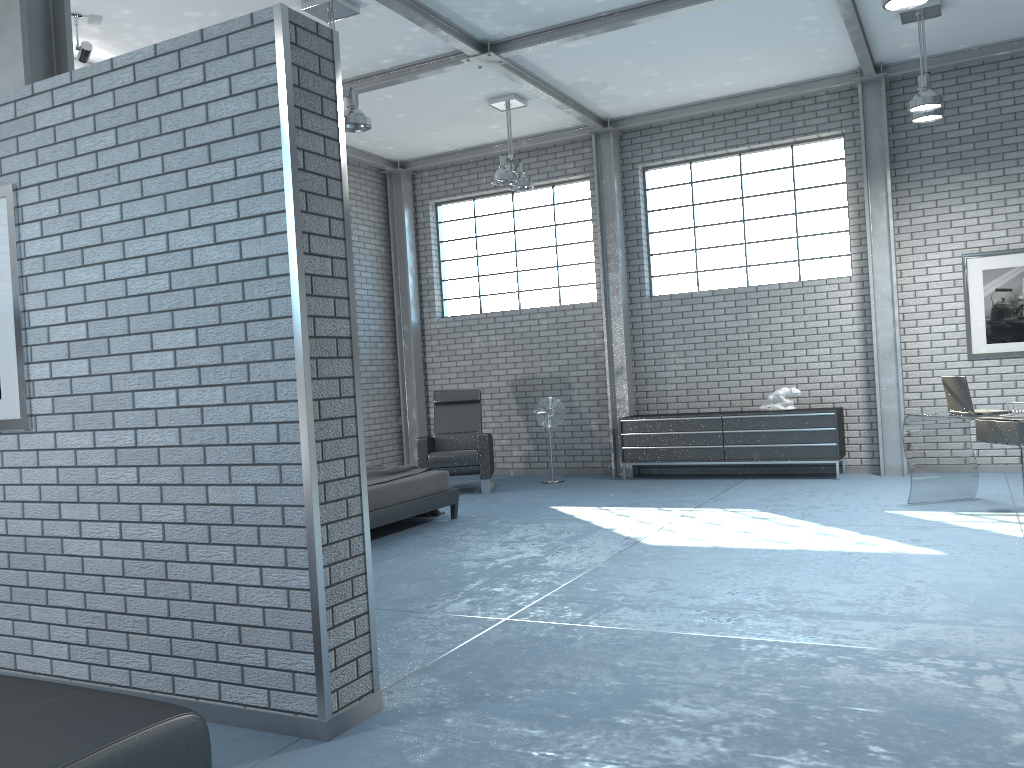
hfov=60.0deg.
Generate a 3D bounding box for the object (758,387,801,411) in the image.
[{"bbox_3d":[2.753,0.155,9.118,0.151,0.244,0.496,-4,1,-38],"label":"object"}]

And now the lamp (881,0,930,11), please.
[{"bbox_3d":[2.075,-2.540,4.739,0.300,0.872,0.639,-3,0,27],"label":"lamp"}]

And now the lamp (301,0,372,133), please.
[{"bbox_3d":[-1.298,-2.345,6.479,0.300,0.872,0.639,-3,0,27],"label":"lamp"}]

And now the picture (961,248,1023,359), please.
[{"bbox_3d":[5.032,-0.783,8.226,1.490,1.015,0.020,-3,0,27],"label":"picture"}]

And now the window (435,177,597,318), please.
[{"bbox_3d":[0.055,-1.643,10.986,2.200,1.500,0.100,-3,0,27],"label":"window"}]

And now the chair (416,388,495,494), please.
[{"bbox_3d":[-0.603,0.611,9.684,0.763,1.099,0.940,-4,0,2],"label":"chair"}]

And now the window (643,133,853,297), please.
[{"bbox_3d":[2.540,-1.787,9.703,2.200,1.500,0.100,-3,0,27],"label":"window"}]

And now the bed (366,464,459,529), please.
[{"bbox_3d":[-1.865,0.929,7.446,2.261,0.674,2.290,-3,0,27],"label":"bed"}]

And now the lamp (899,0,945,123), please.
[{"bbox_3d":[3.354,-2.636,7.228,0.300,0.872,0.639,-3,0,27],"label":"lamp"}]

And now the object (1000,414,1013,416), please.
[{"bbox_3d":[3.416,0.215,6.131,0.107,0.010,0.044,-4,0,-30],"label":"object"}]

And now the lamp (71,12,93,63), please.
[{"bbox_3d":[-3.143,-2.512,6.448,0.137,0.311,0.166,-4,1,-38],"label":"lamp"}]

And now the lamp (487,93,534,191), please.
[{"bbox_3d":[-0.019,-2.441,8.968,0.300,0.872,0.639,-3,0,27],"label":"lamp"}]

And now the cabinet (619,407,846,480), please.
[{"bbox_3d":[2.298,0.644,9.373,2.250,0.682,0.510,-3,0,27],"label":"cabinet"}]

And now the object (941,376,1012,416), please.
[{"bbox_3d":[3.394,0.075,6.491,0.320,0.288,0.380,-4,0,2],"label":"object"}]

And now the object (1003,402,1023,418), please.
[{"bbox_3d":[3.387,0.173,5.890,0.100,0.102,0.200,-4,1,-38],"label":"object"}]

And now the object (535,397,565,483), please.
[{"bbox_3d":[0.426,0.619,9.907,0.342,0.954,0.258,-4,0,-7],"label":"object"}]

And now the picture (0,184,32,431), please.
[{"bbox_3d":[-2.680,-0.278,3.996,1.490,1.015,0.020,-3,0,27],"label":"picture"}]

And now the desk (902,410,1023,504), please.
[{"bbox_3d":[3.496,0.573,6.410,0.593,0.718,1.358,-4,0,-8],"label":"desk"}]

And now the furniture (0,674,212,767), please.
[{"bbox_3d":[-1.570,1.071,2.522,1.291,0.301,0.685,-3,0,27],"label":"furniture"}]
